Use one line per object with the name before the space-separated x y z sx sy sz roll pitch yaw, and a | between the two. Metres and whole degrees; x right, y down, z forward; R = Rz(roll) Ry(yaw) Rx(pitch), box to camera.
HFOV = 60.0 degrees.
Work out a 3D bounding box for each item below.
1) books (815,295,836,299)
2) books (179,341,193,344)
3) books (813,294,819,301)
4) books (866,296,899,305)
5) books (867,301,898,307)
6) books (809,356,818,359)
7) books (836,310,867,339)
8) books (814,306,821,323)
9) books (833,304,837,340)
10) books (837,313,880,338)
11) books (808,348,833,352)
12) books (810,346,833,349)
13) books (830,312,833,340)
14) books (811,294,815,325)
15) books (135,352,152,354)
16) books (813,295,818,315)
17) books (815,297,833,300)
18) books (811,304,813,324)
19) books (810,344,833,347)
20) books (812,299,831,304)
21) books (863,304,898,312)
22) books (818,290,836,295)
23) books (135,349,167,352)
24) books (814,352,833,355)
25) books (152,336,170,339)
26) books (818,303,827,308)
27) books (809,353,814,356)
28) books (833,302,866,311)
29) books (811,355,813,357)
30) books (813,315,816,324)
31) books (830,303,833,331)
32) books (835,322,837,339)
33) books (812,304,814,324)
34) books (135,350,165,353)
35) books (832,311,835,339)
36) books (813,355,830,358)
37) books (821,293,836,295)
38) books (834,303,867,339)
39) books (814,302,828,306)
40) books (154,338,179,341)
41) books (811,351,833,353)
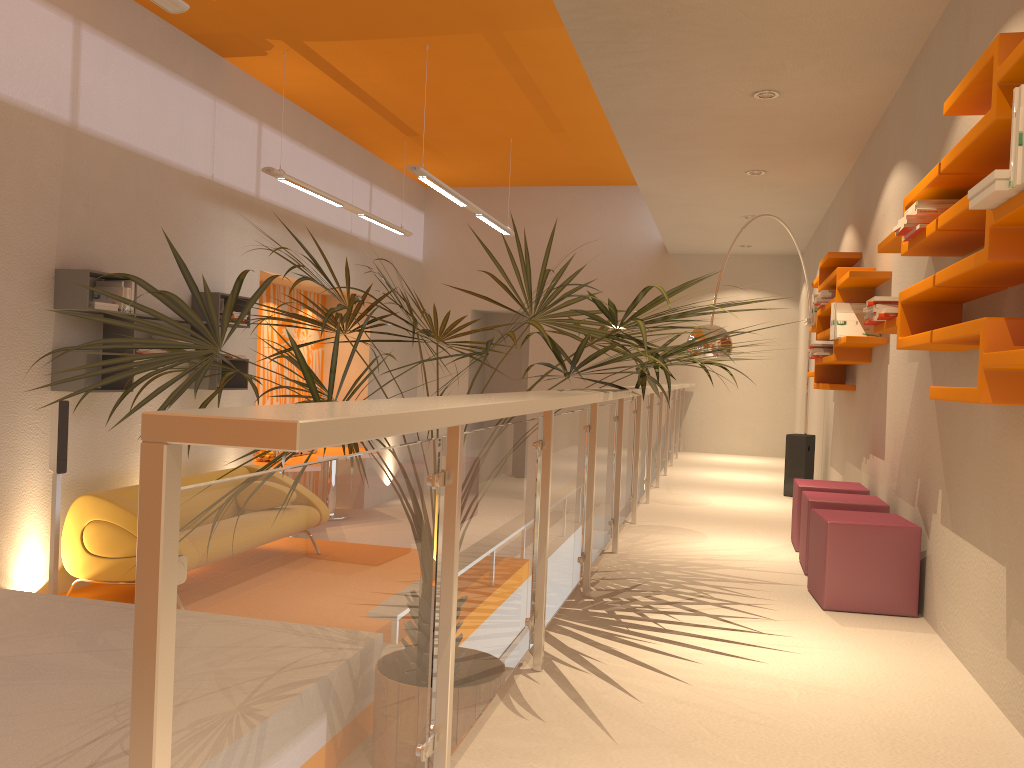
books | 2.245 -0.599 6.161 0.227 0.017 0.230 3 1 9
books | -2.565 -0.318 6.733 0.190 0.015 0.254 2 1 5
books | 2.385 -0.560 6.676 0.230 0.227 0.017 3 1 14
books | 1.651 -0.353 3.786 0.226 0.017 0.230 3 1 14
books | 1.657 -0.337 3.797 0.254 0.015 0.190 3 1 20
books | 2.271 -0.186 6.412 0.210 0.013 0.297 3 1 14
books | 2.012 -0.346 5.173 0.230 0.169 0.023 3 1 14
books | 2.361 -0.531 6.574 0.230 0.169 0.023 3 1 14
books | 2.026 -0.368 5.289 0.207 0.210 0.021 3 1 14
books | 2.002 -0.337 5.132 0.230 0.150 0.091 3 1 14
books | 2.283 -0.242 6.412 0.230 0.017 0.227 3 1 9
books | 2.288 -0.258 6.409 0.254 0.015 0.190 3 1 20
books | 2.042 -0.348 5.339 0.230 0.169 0.027 3 1 14
books | 2.383 -0.560 6.696 0.230 0.227 0.017 3 1 14
books | -2.651 -0.221 6.399 0.210 0.013 0.297 3 1 29
books | 2.355 -0.552 6.607 0.207 0.210 0.021 3 1 14
books | 2.238 -0.583 6.149 0.254 0.015 0.190 3 1 15
books | 2.370 -0.532 6.657 0.230 0.169 0.027 3 1 14
books | 2.281 -0.274 6.397 0.226 0.017 0.230 3 1 14
books | 2.231 -0.568 6.154 0.254 0.015 0.190 3 1 10
books | 1.652 -0.321 3.800 0.230 0.017 0.227 3 1 9
books | 2.260 -0.631 6.157 0.230 0.017 0.227 3 1 14
books | -2.656 -0.246 6.386 0.190 0.015 0.254 3 1 25
books | 2.210 -0.202 6.119 0.226 0.017 0.230 3 1 14
books | -2.572 -0.350 6.745 0.230 0.017 0.226 2 1 4
books | 2.244 -0.542 6.146 0.210 0.013 0.297 3 1 14
books | 2.275 -0.212 6.425 0.190 0.015 0.254 3 1 10
books | 2.056 -0.376 5.358 0.230 0.227 0.017 3 1 14
books | 2.273 -0.199 6.416 0.190 0.011 0.268 3 1 15
books | 2.351 -0.525 6.592 0.207 0.156 0.009 3 1 14
books | 2.054 -0.376 5.378 0.230 0.227 0.017 3 1 14
books | 2.003 -0.341 5.191 0.207 0.156 0.009 3 1 14
books | 2.372 -0.531 6.628 0.230 0.169 0.027 3 1 14
books | -2.653 -0.233 6.395 0.190 0.011 0.268 3 1 30
books | 2.022 -0.347 5.256 0.230 0.169 0.027 3 1 14
books | 2.217 -0.186 6.130 0.254 0.015 0.190 3 1 20
books | 2.249 -0.615 6.165 0.190 0.015 0.254 3 1 20
books | 2.006 -0.367 5.206 0.207 0.210 0.021 3 1 14
books | 2.240 -0.555 6.153 0.268 0.011 0.190 3 1 15
books | -2.560 -0.333 6.740 0.190 0.015 0.254 3 1 10
books | 2.271 -0.227 6.418 0.190 0.015 0.254 3 1 15
